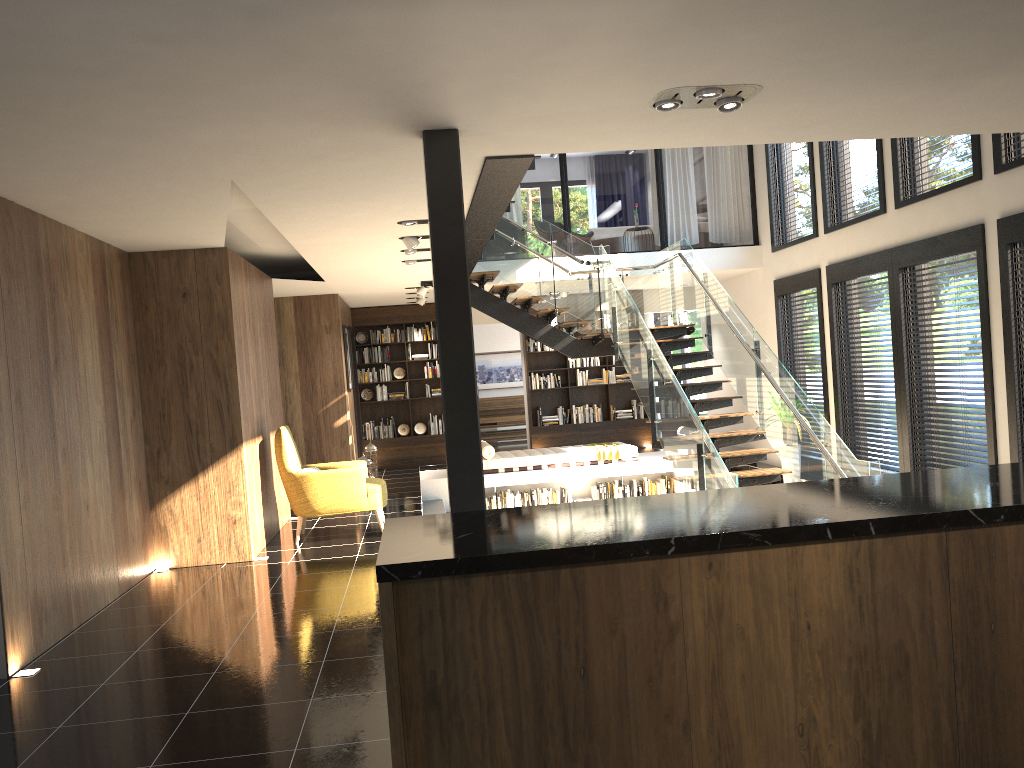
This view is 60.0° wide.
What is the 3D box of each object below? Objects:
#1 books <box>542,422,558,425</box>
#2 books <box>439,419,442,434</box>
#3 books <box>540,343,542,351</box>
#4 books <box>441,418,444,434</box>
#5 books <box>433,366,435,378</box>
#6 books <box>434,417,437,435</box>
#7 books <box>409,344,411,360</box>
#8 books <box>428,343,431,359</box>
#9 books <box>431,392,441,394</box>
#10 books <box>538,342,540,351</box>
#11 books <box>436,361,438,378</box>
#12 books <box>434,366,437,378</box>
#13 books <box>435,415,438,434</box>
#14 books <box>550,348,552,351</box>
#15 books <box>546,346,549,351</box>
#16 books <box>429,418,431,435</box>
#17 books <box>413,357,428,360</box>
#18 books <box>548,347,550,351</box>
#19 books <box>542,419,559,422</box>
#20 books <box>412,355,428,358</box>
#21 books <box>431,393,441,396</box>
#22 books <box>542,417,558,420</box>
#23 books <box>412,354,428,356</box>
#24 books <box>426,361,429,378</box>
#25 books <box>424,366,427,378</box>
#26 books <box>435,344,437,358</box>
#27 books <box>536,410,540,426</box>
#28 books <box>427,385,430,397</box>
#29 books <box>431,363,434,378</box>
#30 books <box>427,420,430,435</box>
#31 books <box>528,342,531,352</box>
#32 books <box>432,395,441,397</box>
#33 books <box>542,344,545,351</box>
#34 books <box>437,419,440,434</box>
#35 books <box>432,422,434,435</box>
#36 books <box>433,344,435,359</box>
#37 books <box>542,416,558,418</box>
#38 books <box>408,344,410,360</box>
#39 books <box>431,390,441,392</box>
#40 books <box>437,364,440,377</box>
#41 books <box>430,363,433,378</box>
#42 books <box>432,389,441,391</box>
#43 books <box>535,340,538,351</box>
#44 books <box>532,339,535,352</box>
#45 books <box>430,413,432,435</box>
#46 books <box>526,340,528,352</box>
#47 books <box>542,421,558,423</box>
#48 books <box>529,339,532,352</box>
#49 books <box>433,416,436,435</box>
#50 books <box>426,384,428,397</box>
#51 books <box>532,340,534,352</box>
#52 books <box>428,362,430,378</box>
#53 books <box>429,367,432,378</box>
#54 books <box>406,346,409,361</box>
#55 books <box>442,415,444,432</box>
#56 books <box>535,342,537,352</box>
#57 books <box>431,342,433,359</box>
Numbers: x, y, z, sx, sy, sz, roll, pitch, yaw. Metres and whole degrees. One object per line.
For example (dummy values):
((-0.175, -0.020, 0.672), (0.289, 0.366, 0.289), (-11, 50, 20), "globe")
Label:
((0.646, 0.666, 15.095), (0.258, 0.024, 0.167), (-4, 1, -5), "books")
((-1.201, 0.710, 14.867), (0.037, 0.256, 0.145), (-4, 1, -6), "books")
((0.490, -0.663, 15.033), (0.052, 0.224, 0.099), (-4, 1, -6), "books")
((-1.172, 0.706, 14.884), (0.025, 0.260, 0.114), (-4, 1, -6), "books")
((-1.304, -0.204, 14.826), (0.026, 0.200, 0.154), (-4, 1, -6), "books")
((-1.284, 0.699, 14.873), (0.019, 0.289, 0.145), (-4, 1, -6), "books")
((-1.700, -0.534, 14.818), (0.016, 0.278, 0.209), (-4, 1, -6), "books")
((-1.382, -0.551, 14.848), (0.023, 0.264, 0.218), (-4, 1, -6), "books")
((-1.222, 0.144, 14.871), (0.263, 0.030, 0.159), (-4, 1, -9), "books")
((0.447, -0.670, 15.023), (0.034, 0.245, 0.127), (-4, 1, -6), "books")
((-1.252, -0.248, 14.823), (0.020, 0.281, 0.153), (-4, 1, -6), "books")
((-1.273, -0.203, 14.800), (0.032, 0.195, 0.183), (-4, 1, -6), "books")
((-1.264, 0.682, 14.859), (0.019, 0.321, 0.161), (-4, 1, -6), "books")
((0.644, -0.666, 15.049), (0.034, 0.208, 0.112), (-4, 1, -6), "books")
((0.589, -0.655, 15.025), (0.032, 0.194, 0.120), (-4, 1, -6), "books")
((-1.374, 0.711, 14.861), (0.024, 0.278, 0.135), (-4, 1, -6), "books")
((-1.537, -0.424, 14.862), (0.239, 0.033, 0.176), (-4, 1, -9), "books")
((0.616, -0.666, 15.037), (0.025, 0.211, 0.126), (-4, 1, -6), "books")
((0.642, 0.614, 15.091), (0.287, 0.031, 0.176), (-4, 1, -9), "books")
((-1.537, -0.456, 14.848), (0.266, 0.030, 0.209), (-4, 1, -6), "books")
((-1.219, 0.173, 14.863), (0.271, 0.028, 0.174), (-4, 1, -11), "books")
((0.638, 0.586, 15.105), (0.271, 0.025, 0.156), (-4, 1, -5), "books")
((-1.540, -0.481, 14.856), (0.264, 0.021, 0.189), (-4, 1, -8), "books")
((-1.414, -0.236, 14.820), (0.025, 0.280, 0.145), (-4, 1, -6), "books")
((-1.441, -0.200, 14.825), (0.033, 0.211, 0.132), (-4, 1, -6), "books")
((-1.273, -0.546, 14.863), (0.047, 0.238, 0.225), (-4, 1, -6), "books")
((0.448, 0.583, 15.086), (0.025, 0.270, 0.156), (-4, 1, -6), "books")
((-1.390, 0.117, 14.831), (0.036, 0.206, 0.215), (-4, 1, -6), "books")
((-1.327, -0.229, 14.801), (0.021, 0.253, 0.167), (-4, 1, -6), "books")
((-1.397, 0.730, 14.866), (0.023, 0.245, 0.135), (-4, 1, -6), "books")
((0.285, -0.625, 15.002), (0.037, 0.178, 0.109), (-4, 1, -6), "books")
((-1.219, 0.197, 14.875), (0.245, 0.021, 0.159), (-4, 1, -4), "books")
((0.535, -0.640, 15.011), (0.029, 0.173, 0.138), (-4, 1, -6), "books")
((-1.238, 0.715, 14.882), (0.033, 0.250, 0.114), (-4, 1, -6), "books")
((-1.326, 0.740, 14.868), (0.034, 0.215, 0.104), (-4, 1, -6), "books")
((-1.307, -0.542, 14.841), (0.025, 0.235, 0.232), (-4, 1, -6), "books")
((0.638, 0.561, 15.094), (0.257, 0.024, 0.167), (-4, 1, -6), "books")
((-1.721, -0.533, 14.811), (0.027, 0.279, 0.166), (-4, 1, -6), "books")
((-1.225, 0.119, 14.877), (0.266, 0.019, 0.157), (-4, 1, -5), "books")
((-1.226, -0.219, 14.815), (0.027, 0.219, 0.139), (-4, 1, -6), "books")
((-1.345, -0.227, 14.808), (0.014, 0.253, 0.169), (-4, 1, -6), "books")
((-1.228, 0.094, 14.885), (0.239, 0.031, 0.146), (-4, 1, -6), "books")
((0.422, -0.644, 15.016), (0.021, 0.196, 0.103), (-4, 1, -6), "books")
((0.364, -0.669, 15.018), (0.029, 0.255, 0.128), (-4, 1, -6), "books")
((-1.352, 0.670, 14.820), (0.017, 0.359, 0.189), (-4, 1, -6), "books")
((0.250, -0.640, 15.007), (0.030, 0.212, 0.127), (-4, 1, -6), "books")
((0.642, 0.642, 15.106), (0.271, 0.025, 0.156), (-4, 1, -5), "books")
((0.315, -0.653, 15.019), (0.030, 0.230, 0.103), (-4, 1, -6), "books")
((-1.304, 0.687, 14.869), (0.019, 0.317, 0.122), (-4, 2, -6), "books")
((-1.425, 0.110, 14.856), (0.028, 0.224, 0.161), (-4, 1, -6), "books")
((0.341, -0.644, 15.016), (0.021, 0.207, 0.102), (-4, 1, -6), "books")
((-1.390, -0.233, 14.804), (0.019, 0.272, 0.175), (-4, 1, -6), "books")
((-1.364, -0.190, 14.813), (0.028, 0.181, 0.130), (-4, 1, -6), "books")
((-1.750, -0.513, 14.834), (0.028, 0.242, 0.194), (-4, 1, -6), "books")
((-1.153, 0.673, 14.861), (0.012, 0.322, 0.177), (-4, 1, -6), "books")
((0.398, -0.628, 15.010), (0.030, 0.168, 0.125), (-4, 1, -6), "books")
((-1.345, -0.564, 14.835), (0.049, 0.286, 0.259), (-4, 1, -6), "books")
